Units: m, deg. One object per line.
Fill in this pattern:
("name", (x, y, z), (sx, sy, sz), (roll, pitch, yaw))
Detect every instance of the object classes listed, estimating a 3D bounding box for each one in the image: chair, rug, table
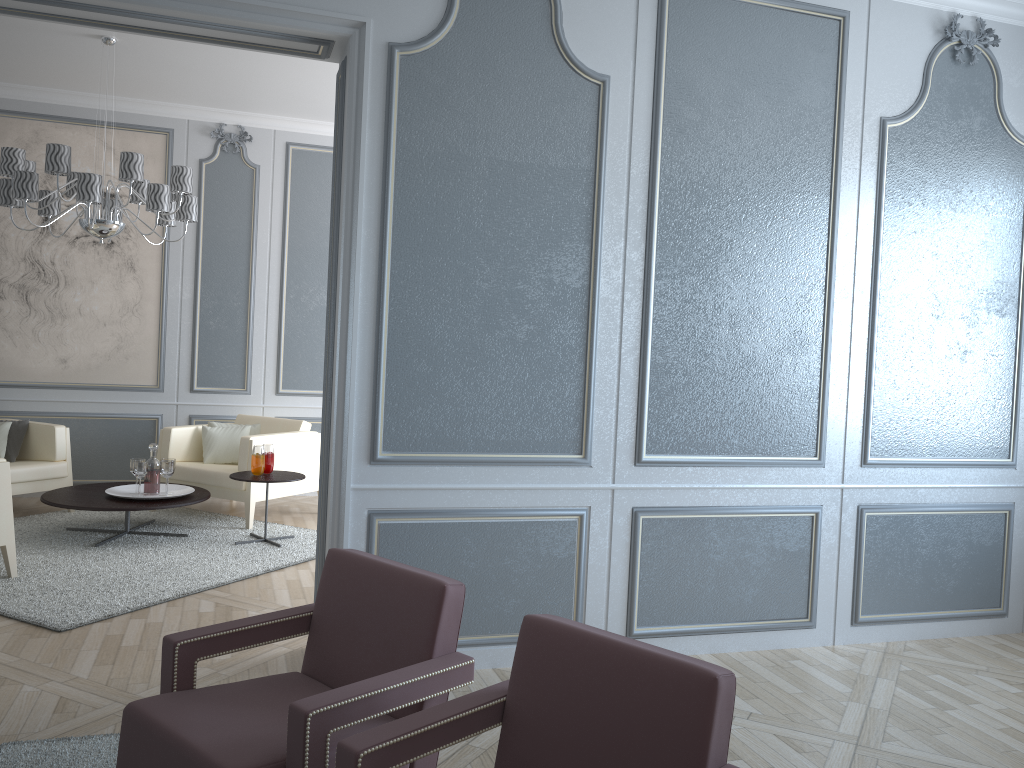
("chair", (-1.767, 0.537, 5.796), (0.855, 0.620, 0.737), (4, 2, 27))
("chair", (-0.486, 0.742, 1.974), (0.576, 0.620, 0.606), (4, 2, 42))
("rug", (-2.147, 0.868, 4.724), (2.001, 0.010, 2.000), (4, 3, 27))
("rug", (-0.926, 1.076, 0.914), (2.018, 0.010, 3.206), (2, 2, -18))
("chair", (-2.790, 0.563, 3.924), (0.855, 0.620, 0.737), (4, 2, 27))
("table", (-1.382, 0.706, 4.993), (0.414, 0.385, 0.414), (4, 2, 30))
("table", (-2.177, 0.740, 5.023), (0.882, 0.239, 0.883), (2, 2, -20))
("chair", (-3.236, 0.486, 5.326), (0.737, 0.620, 0.855), (4, 2, 27))
("chair", (0.011, 0.785, 1.480), (0.576, 0.620, 0.606), (4, 2, 42))

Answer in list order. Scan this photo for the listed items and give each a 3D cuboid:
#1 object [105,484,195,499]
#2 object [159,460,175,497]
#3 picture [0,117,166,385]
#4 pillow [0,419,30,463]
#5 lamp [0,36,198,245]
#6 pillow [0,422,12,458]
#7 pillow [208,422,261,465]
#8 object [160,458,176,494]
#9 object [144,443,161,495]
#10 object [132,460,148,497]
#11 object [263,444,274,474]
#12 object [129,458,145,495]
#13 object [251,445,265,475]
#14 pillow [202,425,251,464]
("object", (-2.039, 0.613, 5.002), (0.468, 0.028, 0.468), (3, 2, -5))
("object", (-1.942, 0.531, 4.989), (0.080, 0.196, 0.080), (2, 2, -35))
("picture", (-3.026, -0.884, 6.029), (1.199, 1.750, 0.001), (2, 1, -18))
("pillow", (-3.200, 0.350, 5.478), (0.351, 0.276, 0.184), (3, 2, -2))
("lamp", (-2.226, -1.323, 4.837), (0.976, 1.119, 0.977), (2, 2, -29))
("pillow", (-3.231, 0.352, 5.395), (0.312, 0.245, 0.163), (2, 2, -13))
("pillow", (-1.858, 0.397, 5.911), (0.351, 0.276, 0.184), (2, 2, -12))
("object", (-1.968, 0.527, 5.069), (0.080, 0.196, 0.080), (2, 2, -35))
("object", (-2.031, 0.479, 5.011), (0.086, 0.290, 0.086), (3, 1, 3))
("object", (-2.068, 0.528, 4.927), (0.080, 0.196, 0.080), (2, 1, -15))
("object", (-1.396, 0.427, 5.062), (0.075, 0.165, 0.075), (4, 2, 31))
("object", (-2.119, 0.522, 5.011), (0.080, 0.196, 0.080), (2, 2, -35))
("object", (-1.426, 0.429, 4.981), (0.075, 0.165, 0.075), (2, 2, -29))
("pillow", (-1.874, 0.399, 5.824), (0.311, 0.245, 0.163), (2, 2, -23))
